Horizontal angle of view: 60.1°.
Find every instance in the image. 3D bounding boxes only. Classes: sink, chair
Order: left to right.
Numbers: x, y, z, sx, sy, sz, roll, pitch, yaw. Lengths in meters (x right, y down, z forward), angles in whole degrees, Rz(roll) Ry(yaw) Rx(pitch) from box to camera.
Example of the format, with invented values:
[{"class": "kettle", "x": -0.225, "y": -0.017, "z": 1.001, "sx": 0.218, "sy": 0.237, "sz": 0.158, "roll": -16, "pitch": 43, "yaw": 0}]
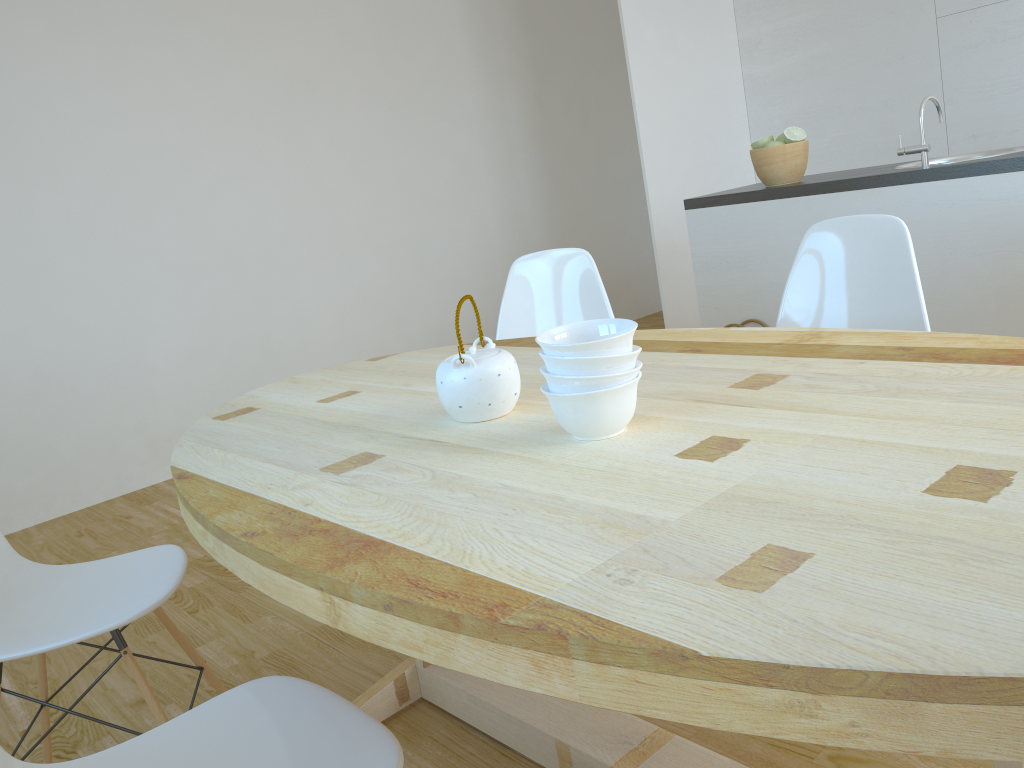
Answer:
[{"class": "chair", "x": -0.881, "y": 0.445, "z": 1.722, "sx": 0.524, "sy": 0.893, "sz": 0.433, "roll": -12, "pitch": 10, "yaw": -9}, {"class": "chair", "x": -0.379, "y": 0.511, "z": 1.034, "sx": 0.528, "sy": 0.893, "sz": 0.430, "roll": -18, "pitch": 13, "yaw": -39}, {"class": "chair", "x": 0.111, "y": 0.088, "z": 2.554, "sx": 0.429, "sy": 0.892, "sz": 0.530, "roll": -6, "pitch": 11, "yaw": 20}, {"class": "sink", "x": 1.486, "y": -0.669, "z": 2.912, "sx": 0.403, "sy": 0.155, "sz": 0.409, "roll": -9, "pitch": 12, "yaw": 2}]

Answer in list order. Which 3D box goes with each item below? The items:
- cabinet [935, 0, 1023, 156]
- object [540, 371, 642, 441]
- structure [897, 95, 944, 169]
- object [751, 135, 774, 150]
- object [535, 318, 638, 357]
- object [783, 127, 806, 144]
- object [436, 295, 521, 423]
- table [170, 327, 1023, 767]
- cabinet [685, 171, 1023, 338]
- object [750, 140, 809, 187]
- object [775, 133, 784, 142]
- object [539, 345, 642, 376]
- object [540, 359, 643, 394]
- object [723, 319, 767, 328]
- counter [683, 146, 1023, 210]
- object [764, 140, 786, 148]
[{"class": "cabinet", "x": 3.298, "y": -1.435, "z": 3.214, "sx": 0.485, "sy": 2.278, "sz": 3.205, "roll": -17, "pitch": 13, "yaw": -38}, {"class": "object", "x": 0.124, "y": 0.033, "z": 1.323, "sx": 0.152, "sy": 0.082, "sz": 0.153, "roll": -10, "pitch": 12, "yaw": 0}, {"class": "structure", "x": 1.284, "y": -0.789, "z": 2.773, "sx": 0.164, "sy": 0.213, "sz": 0.097, "roll": -18, "pitch": 13, "yaw": -39}, {"class": "object", "x": 0.917, "y": -0.870, "z": 3.239, "sx": 0.086, "sy": 0.065, "sz": 0.084, "roll": -16, "pitch": 13, "yaw": -27}, {"class": "object", "x": 0.116, "y": -0.040, "z": 1.310, "sx": 0.152, "sy": 0.086, "sz": 0.153, "roll": -12, "pitch": 12, "yaw": -11}, {"class": "object", "x": 1.001, "y": -0.878, "z": 3.141, "sx": 0.077, "sy": 0.071, "sz": 0.074, "roll": -13, "pitch": 11, "yaw": -14}, {"class": "object", "x": -0.055, "y": -0.052, "z": 1.550, "sx": 0.179, "sy": 0.209, "sz": 0.147, "roll": -19, "pitch": 13, "yaw": -39}, {"class": "table", "x": 0.202, "y": 0.393, "z": 1.514, "sx": 1.205, "sy": 0.718, "sz": 2.192, "roll": -20, "pitch": 15, "yaw": -40}, {"class": "cabinet", "x": 1.737, "y": -0.236, "z": 2.717, "sx": 0.606, "sy": 0.900, "sz": 2.404, "roll": -18, "pitch": 14, "yaw": -38}, {"class": "object", "x": 0.975, "y": -0.795, "z": 3.209, "sx": 0.205, "sy": 0.140, "sz": 0.207, "roll": -7, "pitch": 12, "yaw": 12}, {"class": "object", "x": 1.006, "y": -0.867, "z": 3.220, "sx": 0.087, "sy": 0.097, "sz": 0.102, "roll": -13, "pitch": 11, "yaw": -18}, {"class": "object", "x": 0.122, "y": -0.014, "z": 1.317, "sx": 0.151, "sy": 0.095, "sz": 0.153, "roll": -15, "pitch": 12, "yaw": -22}, {"class": "object", "x": 0.124, "y": 0.010, "z": 1.320, "sx": 0.151, "sy": 0.092, "sz": 0.153, "roll": -10, "pitch": 12, "yaw": 0}, {"class": "object", "x": 0.655, "y": 0.144, "z": 2.824, "sx": 0.470, "sy": 0.496, "sz": 1.205, "roll": -4, "pitch": 13, "yaw": 28}, {"class": "counter", "x": 1.657, "y": -0.693, "z": 2.643, "sx": 0.606, "sy": 0.040, "sz": 2.404, "roll": -20, "pitch": 16, "yaw": -38}, {"class": "object", "x": 0.949, "y": -0.831, "z": 3.171, "sx": 0.097, "sy": 0.085, "sz": 0.082, "roll": -7, "pitch": 11, "yaw": 15}]
